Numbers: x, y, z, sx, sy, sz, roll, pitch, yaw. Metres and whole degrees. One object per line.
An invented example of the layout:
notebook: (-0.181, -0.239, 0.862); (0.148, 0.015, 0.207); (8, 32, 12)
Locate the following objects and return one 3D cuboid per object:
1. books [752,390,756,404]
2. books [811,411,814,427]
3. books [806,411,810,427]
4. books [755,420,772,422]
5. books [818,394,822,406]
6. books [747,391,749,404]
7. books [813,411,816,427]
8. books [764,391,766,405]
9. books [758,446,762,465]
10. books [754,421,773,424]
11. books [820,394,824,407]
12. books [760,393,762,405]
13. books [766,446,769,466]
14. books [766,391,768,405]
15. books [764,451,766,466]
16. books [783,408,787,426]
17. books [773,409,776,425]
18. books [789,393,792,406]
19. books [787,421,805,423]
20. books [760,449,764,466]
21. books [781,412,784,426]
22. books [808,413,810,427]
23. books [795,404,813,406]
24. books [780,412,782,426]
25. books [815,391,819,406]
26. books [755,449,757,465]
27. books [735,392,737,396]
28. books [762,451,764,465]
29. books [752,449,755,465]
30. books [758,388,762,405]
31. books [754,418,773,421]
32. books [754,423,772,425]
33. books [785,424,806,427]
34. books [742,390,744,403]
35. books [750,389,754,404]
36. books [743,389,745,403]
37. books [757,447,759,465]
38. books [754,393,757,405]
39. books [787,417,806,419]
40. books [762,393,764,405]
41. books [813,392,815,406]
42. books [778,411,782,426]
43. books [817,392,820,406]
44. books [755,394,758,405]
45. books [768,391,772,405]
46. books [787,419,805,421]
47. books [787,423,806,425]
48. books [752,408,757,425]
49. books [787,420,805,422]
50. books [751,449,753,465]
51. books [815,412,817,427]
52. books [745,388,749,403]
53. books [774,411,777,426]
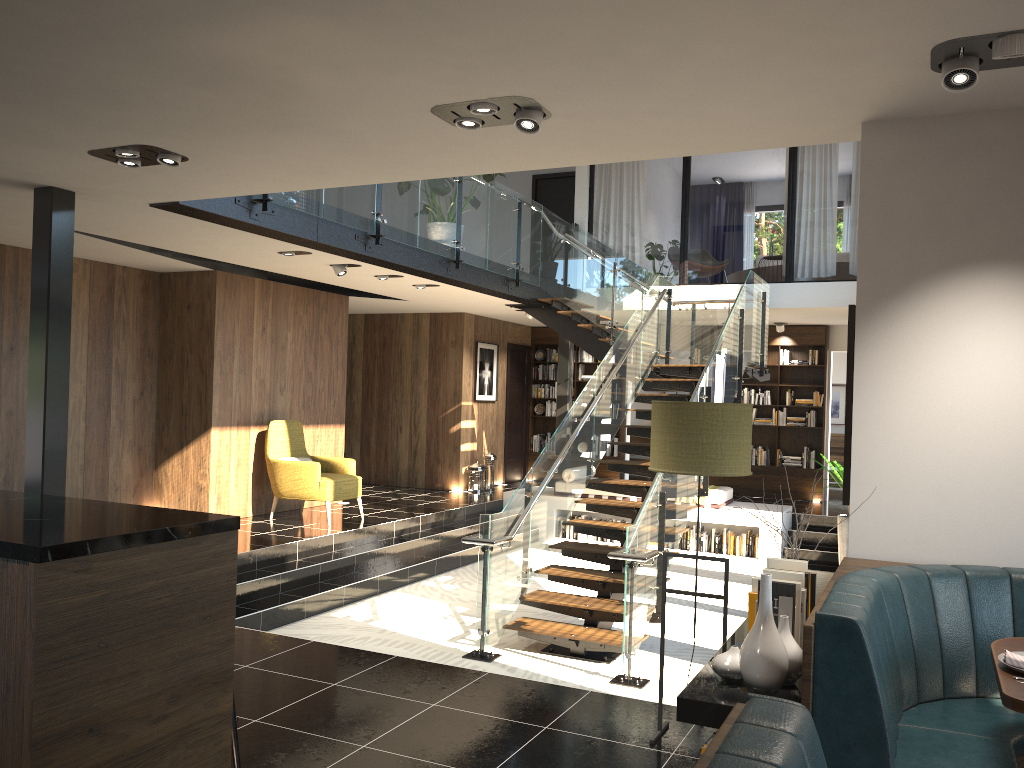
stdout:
books: (3.808, 0.206, 13.971); (0.028, 0.231, 0.167); (2, 0, 25)
books: (4.605, 0.532, 13.580); (0.026, 0.251, 0.178); (2, 0, 25)
books: (4.538, 0.534, 13.614); (0.030, 0.244, 0.176); (2, 0, 25)
books: (3.944, 0.580, 13.908); (0.261, 0.024, 0.167); (1, -1, 22)
books: (4.712, 0.251, 13.569); (0.023, 0.189, 0.197); (2, 0, 25)
books: (3.749, 0.220, 14.029); (0.026, 0.201, 0.146); (2, 0, 25)
books: (4.637, 0.535, 13.590); (0.022, 0.247, 0.133); (2, 0, 25)
books: (3.989, 0.223, 13.935); (0.030, 0.208, 0.119); (2, 0, 25)
books: (3.898, 1.127, 13.913); (0.025, 0.294, 0.177); (2, 0, 25)
books: (3.945, 0.605, 13.911); (0.275, 0.025, 0.156); (1, -1, 21)
books: (4.747, 0.250, 13.554); (0.051, 0.194, 0.192); (2, 0, 26)
books: (3.926, 0.236, 13.924); (0.027, 0.179, 0.164); (2, 0, 25)
books: (3.999, 1.123, 13.884); (0.022, 0.307, 0.131); (2, 0, 25)
books: (4.005, 0.217, 13.906); (0.024, 0.220, 0.148); (2, 0, 25)
books: (3.971, 1.162, 13.885); (0.026, 0.227, 0.129); (2, 0, 25)
books: (4.241, 0.510, 13.760); (0.031, 0.277, 0.168); (2, 0, 25)
books: (4.096, 0.515, 13.844); (0.026, 0.263, 0.156); (2, 0, 25)
books: (4.330, 0.239, 13.758); (0.026, 0.196, 0.148); (2, 0, 25)
books: (4.398, 0.594, 13.709); (0.247, 0.022, 0.148); (1, -1, 26)
books: (3.916, 1.149, 13.890); (0.028, 0.250, 0.162); (2, 0, 25)
books: (4.210, 0.543, 13.763); (0.026, 0.209, 0.184); (2, 0, 25)
books: (4.567, 0.550, 13.612); (0.025, 0.212, 0.168); (2, 0, 25)
books: (4.519, 0.331, 13.693); (0.266, 0.021, 0.156); (1, -1, 23)
books: (4.193, 0.540, 13.791); (0.029, 0.214, 0.149); (2, 0, 25)
books: (4.674, 0.225, 13.600); (0.028, 0.240, 0.187); (2, 0, 25)
books: (3.848, 1.148, 13.936); (0.029, 0.250, 0.142); (2, 0, 25)
books: (3.576, 0.203, 14.111); (0.030, 0.228, 0.176); (2, 0, 25)
books: (3.948, 1.164, 13.897); (0.026, 0.221, 0.145); (2, 0, 25)
books: (3.819, 1.144, 13.948); (0.034, 0.255, 0.194); (2, 0, 25)
books: (3.903, 0.192, 13.942); (0.032, 0.265, 0.149); (2, 0, 25)
books: (3.947, 0.555, 13.912); (0.274, 0.025, 0.156); (1, -1, 29)
books: (3.945, 0.630, 13.912); (0.274, 0.025, 0.156); (1, -1, 22)
books: (4.387, 0.639, 13.690); (0.288, 0.026, 0.175); (1, -1, 30)
books: (3.666, 0.204, 14.042); (0.027, 0.228, 0.208); (2, 0, 25)
books: (3.786, 0.199, 13.994); (0.030, 0.244, 0.142); (2, 0, 25)
books: (3.694, 0.200, 14.039); (0.027, 0.239, 0.153); (2, 0, 25)
books: (3.872, 1.133, 13.919); (0.028, 0.280, 0.154); (2, 0, 25)
books: (3.838, 0.235, 13.980); (0.021, 0.176, 0.161); (2, 0, 25)
books: (4.397, 0.529, 13.704); (0.272, 0.022, 0.156); (1, -1, 24)
books: (3.953, 0.232, 13.922); (0.024, 0.187, 0.148); (2, 0, 25)
books: (4.653, 0.235, 13.620); (0.026, 0.219, 0.156); (2, 0, 25)
books: (4.174, 0.531, 13.814); (0.025, 0.232, 0.156); (2, 0, 25)
books: (4.704, 0.234, 13.605); (0.023, 0.225, 0.146); (2, 0, 25)
books: (3.870, 0.238, 13.967); (0.047, 0.171, 0.167); (2, 0, 25)
books: (4.038, 0.218, 13.893); (0.046, 0.219, 0.145); (2, 0, 25)
books: (4.394, 0.550, 13.698); (0.260, 0.021, 0.167); (1, -1, 23)
books: (4.393, 0.615, 13.700); (0.274, 0.022, 0.156); (1, -1, 22)
books: (3.817, 0.509, 13.975); (0.067, 0.261, 0.159); (2, 0, 25)
books: (4.394, 0.572, 13.699); (0.268, 0.022, 0.156); (1, -1, 21)
books: (3.790, 1.148, 13.954); (0.023, 0.246, 0.149); (2, 0, 25)
books: (4.659, 0.547, 13.598); (0.012, 0.224, 0.097); (2, 0, 25)
books: (3.716, 0.191, 14.022); (0.028, 0.258, 0.208); (2, 0, 25)
books: (4.129, 0.531, 13.840); (0.037, 0.232, 0.231); (2, 0, 25)
